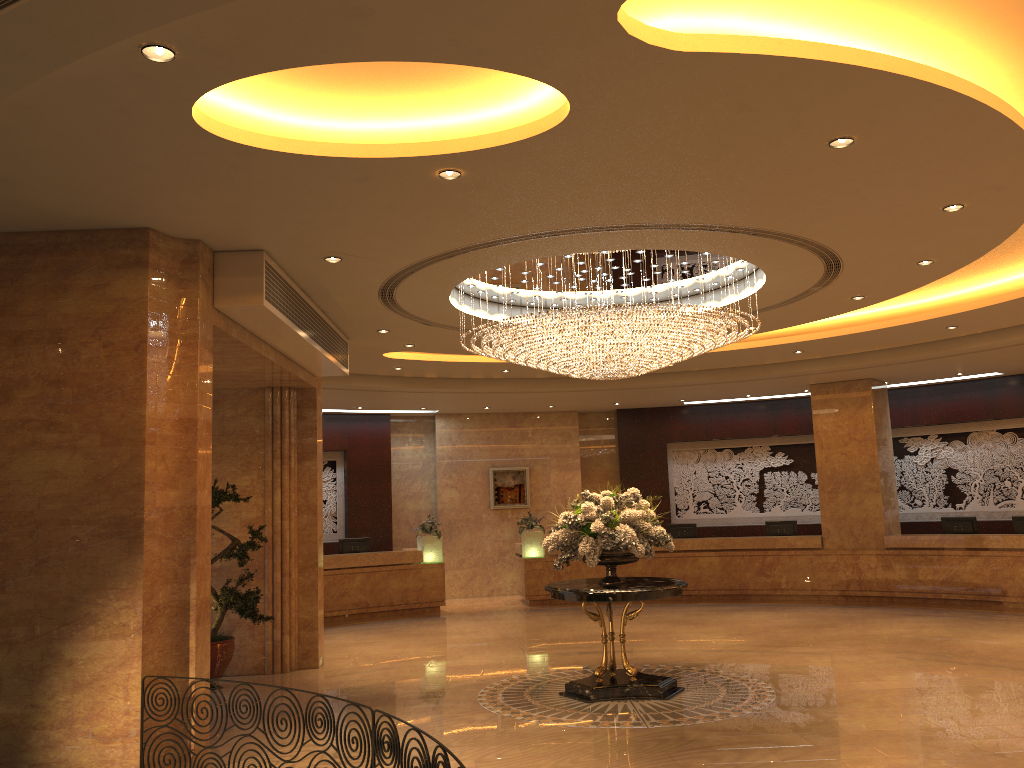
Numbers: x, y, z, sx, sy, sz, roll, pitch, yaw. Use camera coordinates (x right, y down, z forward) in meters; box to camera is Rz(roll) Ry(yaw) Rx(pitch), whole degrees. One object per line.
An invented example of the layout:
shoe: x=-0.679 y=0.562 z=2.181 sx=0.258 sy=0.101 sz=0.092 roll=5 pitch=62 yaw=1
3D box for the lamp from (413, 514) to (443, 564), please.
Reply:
lamp: x=-1.602 y=2.962 z=17.008 sx=0.570 sy=0.923 sz=0.580 roll=-2 pitch=-8 yaw=-4

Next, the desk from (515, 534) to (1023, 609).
desk: x=5.889 y=3.262 z=15.447 sx=12.951 sy=1.155 sz=3.466 roll=-7 pitch=-9 yaw=34

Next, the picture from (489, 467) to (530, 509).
picture: x=-0.049 y=2.278 z=19.457 sx=0.875 sy=0.890 sz=0.068 roll=-1 pitch=-8 yaw=-9

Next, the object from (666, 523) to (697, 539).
object: x=3.407 y=3.045 z=17.766 sx=0.430 sy=0.500 sz=0.531 roll=4 pitch=-10 yaw=-40

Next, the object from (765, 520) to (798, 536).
object: x=5.231 y=2.897 z=17.185 sx=0.430 sy=0.500 sz=0.531 roll=2 pitch=-9 yaw=-28

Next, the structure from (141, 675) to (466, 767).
structure: x=-2.021 y=2.020 z=2.238 sx=3.815 sy=0.995 sz=7.624 roll=-5 pitch=-8 yaw=18

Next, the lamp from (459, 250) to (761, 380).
lamp: x=1.033 y=-0.643 z=9.633 sx=3.206 sy=1.196 sz=3.204 roll=-8 pitch=-10 yaw=36

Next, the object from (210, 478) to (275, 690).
object: x=-3.419 y=2.275 z=10.139 sx=1.250 sy=2.363 sz=0.843 roll=1 pitch=-8 yaw=-20

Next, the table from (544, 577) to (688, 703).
table: x=1.099 y=2.614 z=9.185 sx=1.493 sy=1.089 sz=1.493 roll=-1 pitch=-8 yaw=-7

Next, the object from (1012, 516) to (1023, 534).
object: x=8.550 y=2.412 z=14.555 sx=0.430 sy=0.500 sz=0.531 roll=-2 pitch=-8 yaw=2

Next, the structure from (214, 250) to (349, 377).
structure: x=-2.338 y=-0.620 z=9.582 sx=0.425 sy=0.483 sz=4.113 roll=-2 pitch=-8 yaw=-1

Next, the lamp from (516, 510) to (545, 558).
lamp: x=0.380 y=2.959 z=17.524 sx=0.577 sy=0.925 sz=0.542 roll=-2 pitch=-8 yaw=1

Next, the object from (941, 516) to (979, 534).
object: x=7.795 y=2.559 z=15.417 sx=0.430 sy=0.500 sz=0.531 roll=-2 pitch=-8 yaw=-4

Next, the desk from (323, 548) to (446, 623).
desk: x=-3.582 y=3.698 z=16.032 sx=5.227 sy=1.155 sz=1.570 roll=4 pitch=-10 yaw=-36

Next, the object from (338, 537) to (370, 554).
object: x=-3.110 y=3.151 z=16.647 sx=0.918 sy=0.500 sz=0.397 roll=0 pitch=-8 yaw=-18

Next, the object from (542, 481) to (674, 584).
object: x=1.041 y=1.587 z=9.356 sx=1.277 sy=0.999 sz=1.318 roll=-7 pitch=-9 yaw=30
